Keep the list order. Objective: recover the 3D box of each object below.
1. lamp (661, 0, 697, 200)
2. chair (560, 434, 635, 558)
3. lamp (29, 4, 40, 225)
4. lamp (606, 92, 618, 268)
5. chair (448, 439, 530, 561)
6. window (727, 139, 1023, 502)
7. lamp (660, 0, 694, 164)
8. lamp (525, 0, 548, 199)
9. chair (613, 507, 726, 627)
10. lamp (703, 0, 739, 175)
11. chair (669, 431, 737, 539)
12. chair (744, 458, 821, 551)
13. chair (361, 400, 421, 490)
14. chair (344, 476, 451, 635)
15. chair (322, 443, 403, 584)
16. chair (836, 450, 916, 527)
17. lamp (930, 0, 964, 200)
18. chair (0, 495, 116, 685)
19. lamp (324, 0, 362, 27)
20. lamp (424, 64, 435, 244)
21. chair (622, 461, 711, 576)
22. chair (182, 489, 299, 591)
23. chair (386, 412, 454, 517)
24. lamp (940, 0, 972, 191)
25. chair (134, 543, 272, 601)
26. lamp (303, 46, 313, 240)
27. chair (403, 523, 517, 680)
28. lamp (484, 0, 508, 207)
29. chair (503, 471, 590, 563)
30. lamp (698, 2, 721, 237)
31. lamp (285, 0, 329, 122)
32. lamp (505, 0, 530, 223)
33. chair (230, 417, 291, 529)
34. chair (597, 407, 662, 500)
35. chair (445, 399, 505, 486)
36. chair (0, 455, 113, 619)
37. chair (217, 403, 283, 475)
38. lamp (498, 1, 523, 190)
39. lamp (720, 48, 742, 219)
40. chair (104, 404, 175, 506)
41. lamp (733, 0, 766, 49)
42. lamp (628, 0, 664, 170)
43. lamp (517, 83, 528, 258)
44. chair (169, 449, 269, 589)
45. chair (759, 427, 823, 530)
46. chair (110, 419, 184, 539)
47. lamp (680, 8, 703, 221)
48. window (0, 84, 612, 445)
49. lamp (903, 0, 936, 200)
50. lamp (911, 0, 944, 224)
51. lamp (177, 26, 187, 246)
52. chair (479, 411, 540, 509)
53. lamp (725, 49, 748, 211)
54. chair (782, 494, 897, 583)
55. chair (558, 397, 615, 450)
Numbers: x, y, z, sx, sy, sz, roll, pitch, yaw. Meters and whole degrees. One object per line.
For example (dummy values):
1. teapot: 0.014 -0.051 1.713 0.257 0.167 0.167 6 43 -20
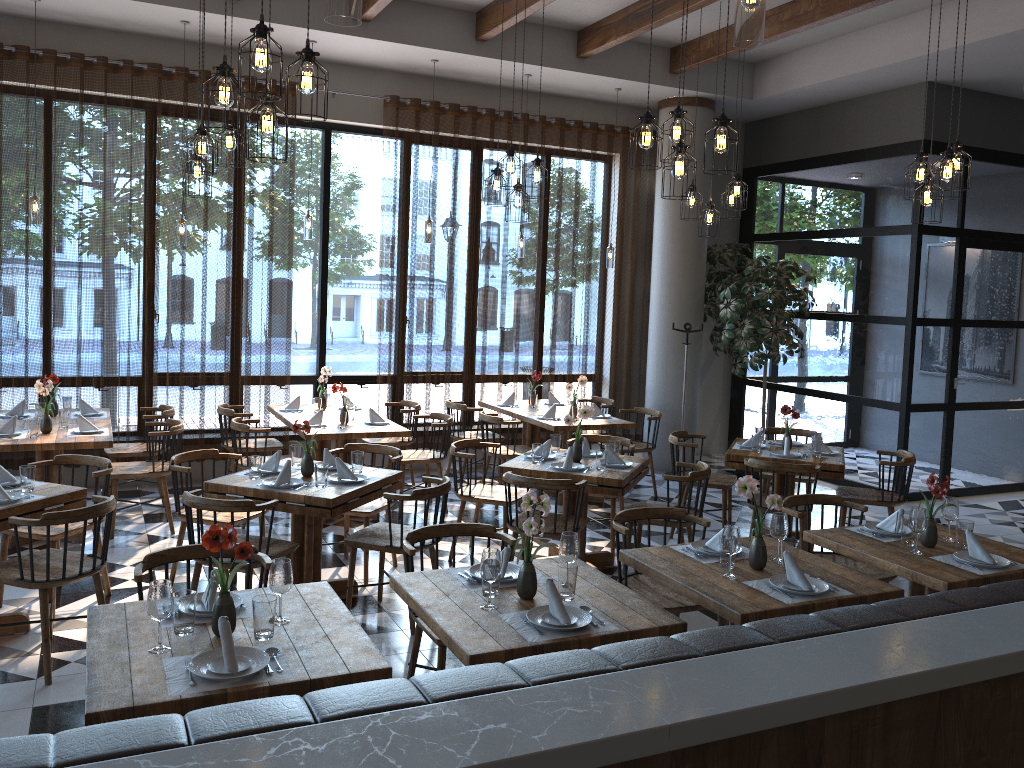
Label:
1. lamp: 0.938 -2.034 4.730 0.175 2.065 0.175 -1 5 -42
2. chair: 0.647 0.835 6.766 0.520 0.815 0.551 4 5 20
3. lamp: -3.786 -2.255 7.036 0.078 1.959 0.078 5 5 40
4. lamp: 1.075 -2.206 9.336 0.078 1.959 0.078 3 4 7
5. chair: -0.178 0.844 6.377 0.550 0.815 0.520 4 5 20
6. window: 4.306 -0.739 10.247 2.186 3.539 2.736 0 5 -25
7. lamp: 0.967 -2.287 4.945 0.175 2.065 0.175 -1 5 -42
8. lamp: 0.222 -2.440 6.648 0.175 2.065 0.175 -1 5 -42
9. chair: 0.777 1.086 4.447 0.519 0.815 0.551 0 5 -25
10. lamp: 1.139 -2.146 4.618 0.175 2.065 0.175 3 4 15
11. chair: 1.533 0.826 7.184 0.550 0.815 0.520 4 5 20
12. chair: 1.920 0.928 6.361 0.520 0.815 0.551 4 5 20
13. chair: -1.160 0.587 8.440 0.549 0.815 0.521 0 5 -25
14. chair: -0.648 0.955 5.150 0.550 0.815 0.520 4 5 20
15. chair: -1.035 0.853 5.973 0.520 0.815 0.551 4 5 20
16. chair: 2.760 0.918 6.767 0.550 0.815 0.520 4 5 20
17. lamp: 2.691 -2.162 5.350 0.175 2.065 0.175 1 4 -15
18. chair: -2.276 0.973 4.382 0.550 0.815 0.520 4 5 20
19. lamp: -0.318 -1.740 1.805 0.078 1.959 0.078 3 4 15
20. lamp: -0.764 -2.329 8.457 0.078 1.959 0.078 0 4 -35
21. chair: 1.034 0.937 5.943 0.550 0.815 0.520 4 5 20
22. chair: -1.473 0.964 4.761 0.520 0.815 0.551 4 5 20
23. chair: -0.802 0.682 7.679 0.549 0.815 0.521 0 5 -25
24. lamp: 2.899 -2.287 5.662 0.175 2.065 0.175 3 4 18
25. chair: -1.216 1.107 3.507 0.519 0.815 0.551 0 5 -25
26. lamp: -1.812 -2.284 7.966 0.078 1.959 0.078 1 4 -18
27. chair: -0.220 1.096 3.977 0.519 0.815 0.551 0 5 -25
28. lamp: -0.087 -2.441 6.957 0.175 2.065 0.175 4 4 26
29. chair: 0.209 0.946 5.555 0.520 0.815 0.551 4 5 20
30. lamp: 1.750 -2.310 7.642 0.175 2.065 0.175 1 4 -13
31. lamp: -0.850 -2.176 3.764 0.175 2.065 0.175 4 4 24
32. lamp: 0.079 -2.289 6.825 0.175 2.065 0.175 0 4 -31
33. chair: -1.983 0.694 7.122 0.549 0.815 0.521 0 5 -25
34. chair: 1.148 0.661 8.598 0.549 0.815 0.521 0 5 -25
35. chair: -0.391 0.579 8.803 0.549 0.815 0.521 0 5 -25
36. chair: -2.663 0.871 5.205 0.520 0.815 0.551 4 5 20
37. chair: -2.341 0.600 7.884 0.549 0.815 0.521 0 5 -25
38. lamp: 0.024 -2.498 6.589 0.175 2.065 0.175 0 4 -31
39. lamp: 1.957 -2.484 7.709 0.175 2.065 0.175 1 4 -24
40. chair: -3.151 0.609 7.501 0.549 0.815 0.521 0 5 -25
41. lamp: 0.657 -1.864 2.255 0.078 1.959 0.078 2 4 -7
42. lamp: 0.779 -2.228 4.855 0.175 2.065 0.175 5 5 37
43. lamp: 0.126 -2.254 8.884 0.078 1.959 0.078 -1 5 -39
44. chair: -1.860 0.862 5.584 0.550 0.815 0.520 4 5 20
45. chair: 2.357 0.817 7.573 0.520 0.815 0.551 4 5 20
46. chair: -2.793 0.703 6.740 0.549 0.815 0.521 0 5 -25
47. lamp: 1.569 -2.435 7.513 0.175 2.065 0.175 6 5 44
48. window: -5.402 -0.876 6.081 4.502 3.156 15.146 7 7 41
49. lamp: 2.723 -2.250 5.780 0.175 2.065 0.175 3 4 7
50. lamp: 2.679 -2.056 5.579 0.175 2.065 0.175 3 4 18
51. lamp: -2.786 -2.160 7.515 0.078 1.959 0.078 3 4 15
52. chair: -0.033 0.673 8.042 0.549 0.815 0.521 0 5 -25
53. lamp: 1.950 -2.519 7.498 0.175 2.065 0.175 1 4 -13
54. chair: 1.774 1.075 4.917 0.519 0.815 0.551 0 5 -25
55. chair: 0.790 0.566 9.360 0.549 0.815 0.521 0 5 -25
